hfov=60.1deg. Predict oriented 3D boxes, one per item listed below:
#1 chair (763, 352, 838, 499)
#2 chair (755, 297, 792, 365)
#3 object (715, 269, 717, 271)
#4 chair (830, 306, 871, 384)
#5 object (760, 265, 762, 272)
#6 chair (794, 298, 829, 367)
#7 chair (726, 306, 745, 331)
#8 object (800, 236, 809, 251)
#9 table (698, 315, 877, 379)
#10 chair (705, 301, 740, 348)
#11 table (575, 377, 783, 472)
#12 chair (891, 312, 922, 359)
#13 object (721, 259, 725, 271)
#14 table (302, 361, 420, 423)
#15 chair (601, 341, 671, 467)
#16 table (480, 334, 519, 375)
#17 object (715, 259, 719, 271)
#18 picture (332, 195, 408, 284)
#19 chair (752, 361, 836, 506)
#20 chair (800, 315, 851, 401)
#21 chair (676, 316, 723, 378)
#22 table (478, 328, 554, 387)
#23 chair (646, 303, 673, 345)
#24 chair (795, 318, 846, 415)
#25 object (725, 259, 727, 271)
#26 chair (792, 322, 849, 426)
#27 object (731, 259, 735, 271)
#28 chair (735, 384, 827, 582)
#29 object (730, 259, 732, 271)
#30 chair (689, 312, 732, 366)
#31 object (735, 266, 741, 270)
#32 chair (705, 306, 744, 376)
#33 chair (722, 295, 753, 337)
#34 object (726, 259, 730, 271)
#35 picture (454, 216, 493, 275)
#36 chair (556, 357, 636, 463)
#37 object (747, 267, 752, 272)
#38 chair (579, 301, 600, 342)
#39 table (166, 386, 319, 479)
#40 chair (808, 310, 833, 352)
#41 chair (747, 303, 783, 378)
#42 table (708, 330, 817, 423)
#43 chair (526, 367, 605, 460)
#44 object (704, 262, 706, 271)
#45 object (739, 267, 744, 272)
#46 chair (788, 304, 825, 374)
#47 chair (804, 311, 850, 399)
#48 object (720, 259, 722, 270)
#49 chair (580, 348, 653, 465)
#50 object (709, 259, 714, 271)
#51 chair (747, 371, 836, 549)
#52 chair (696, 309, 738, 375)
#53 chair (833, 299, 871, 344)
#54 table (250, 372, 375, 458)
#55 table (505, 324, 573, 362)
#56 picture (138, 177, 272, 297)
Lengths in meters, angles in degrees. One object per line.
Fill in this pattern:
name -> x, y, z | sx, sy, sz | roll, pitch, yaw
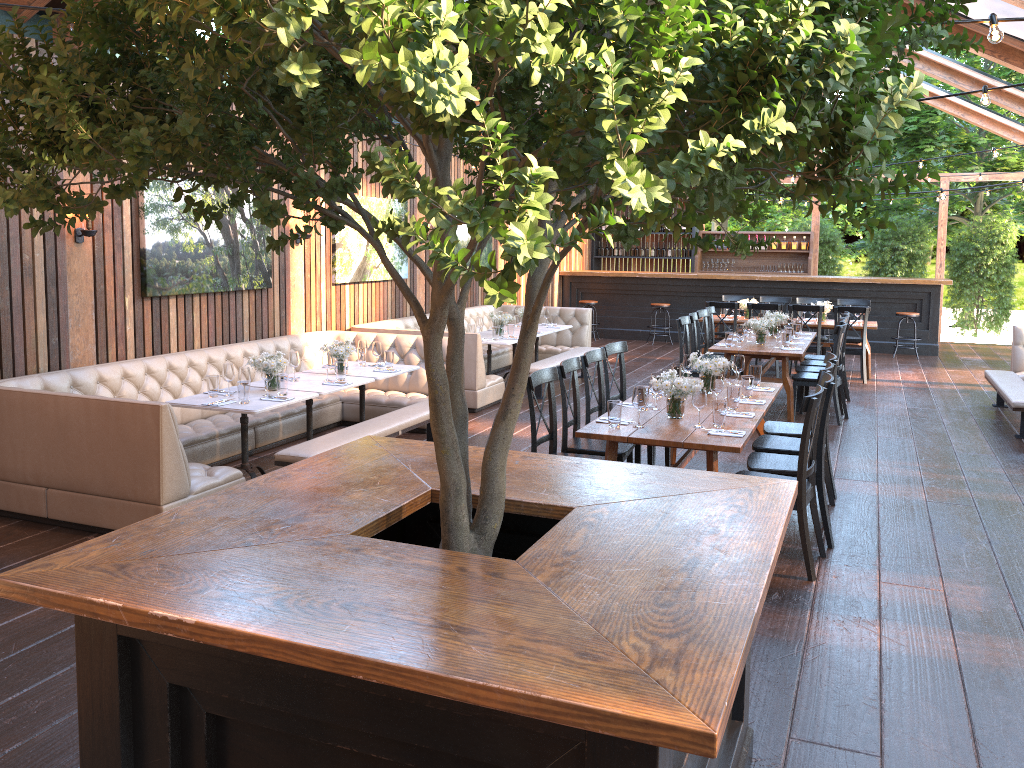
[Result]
chair -> 2.175, 0.282, 6.660 | 0.540, 1.013, 0.480 | 3, 6, 17
chair -> 4.018, -0.820, 13.614 | 0.478, 1.013, 0.543 | 3, 7, 22
object -> 4.237, -2.468, 18.310 | 0.092, 0.243, 0.092 | 6, 8, 42
chair -> 4.580, -0.559, 12.031 | 0.478, 1.013, 0.543 | 2, 7, 17
object -> 5.072, -2.342, 17.935 | 0.097, 0.133, 0.098 | 2, 7, 8
chair -> 4.537, -0.781, 13.404 | 0.478, 1.013, 0.543 | 2, 7, 17
chair -> 3.960, -0.997, 15.590 | 0.468, 0.730, 0.471 | 0, 7, -2
object -> 5.825, -2.799, 17.634 | 0.176, 0.286, 0.110 | 4, 7, 27
table -> 4.012, -0.567, 12.947 | 2.434, 0.725, 0.956 | 4, 9, 22
chair -> 3.023, -0.677, 12.661 | 0.478, 1.013, 0.543 | 3, 7, 22
table -> 1.264, 0.499, 6.164 | 0.951, 0.724, 2.447 | 4, 9, 22
chair -> 6.493, -0.805, 14.564 | 0.468, 0.730, 0.471 | 2, 7, 9
object -> 4.321, -2.442, 18.153 | 0.092, 0.243, 0.093 | 0, 6, -3
table -> -1.365, 0.194, 8.063 | 0.799, 0.668, 0.804 | 4, 8, 21
chair -> 0.991, 0.192, 7.139 | 0.540, 1.013, 0.480 | 4, 7, 27
table -> -0.275, -0.225, 10.726 | 0.799, 0.668, 0.804 | 4, 8, 21
object -> 4.216, -2.448, 18.186 | 0.092, 0.243, 0.092 | 6, 8, 42
picture -> -1.667, -1.732, 10.585 | 0.065, 0.991, 1.661 | 3, 8, 22
chair -> 1.963, 0.363, 6.144 | 0.540, 1.013, 0.480 | 4, 7, 25
chair -> 3.666, -0.295, 10.333 | 0.540, 1.013, 0.480 | 4, 7, 27
chair -> 2.069, -0.221, 9.774 | 0.540, 1.013, 0.480 | 3, 7, 22
table -> 0.033, -0.343, 11.479 | 0.799, 0.668, 0.804 | 4, 8, 22
chair -> 2.693, -1.092, 16.103 | 0.468, 0.730, 0.471 | 1, 7, 5
chair -> 3.435, -0.217, 9.838 | 0.540, 1.013, 0.480 | 3, 6, 19
object -> 4.420, -2.452, 18.222 | 0.092, 0.243, 0.093 | 0, 6, -3
chair -> 3.247, -0.133, 9.304 | 0.540, 1.013, 0.480 | 4, 7, 30
object -> 4.513, -2.427, 18.073 | 0.092, 0.243, 0.093 | 0, 6, -3
chair -> 1.529, 0.525, 5.115 | 0.540, 1.013, 0.480 | 4, 7, 27
object -> 4.515, -2.445, 18.187 | 0.092, 0.243, 0.093 | 0, 6, -3
chair -> 2.281, -0.302, 10.291 | 0.540, 1.013, 0.480 | 3, 6, 17
object -> 4.634, -2.362, 18.141 | 0.124, 0.096, 0.124 | 6, 9, 33
chair -> 2.704, -0.465, 11.324 | 0.540, 1.013, 0.480 | 3, 7, 22
chair -> 3.500, -0.859, 13.824 | 0.478, 1.013, 0.543 | 2, 7, 17
object -> 4.411, -2.433, 18.105 | 0.092, 0.243, 0.093 | 0, 6, -3
picture -> -0.638, -2.130, 13.117 | 0.065, 0.991, 1.661 | 3, 8, 22
chair -> 0.569, 0.355, 6.106 | 0.540, 1.013, 0.480 | 3, 6, 17
object -> 4.834, -2.334, 17.984 | 0.124, 0.096, 0.125 | 2, 8, 11
chair -> 1.426, -1.188, 16.615 | 0.469, 0.730, 0.470 | 4, 7, 29
table -> -1.981, 0.430, 6.558 | 0.799, 0.668, 0.804 | 4, 8, 21
chair -> 5.226, -0.901, 15.077 | 0.469, 0.730, 0.470 | -6, 9, -44
chair -> 3.542, -0.637, 12.451 | 0.478, 1.013, 0.543 | 2, 7, 17
table -> 2.966, -0.155, 10.326 | 0.951, 0.724, 2.447 | 4, 9, 22
chair -> 0.357, 0.436, 5.589 | 0.540, 1.013, 0.480 | 3, 7, 22
object -> 3.957, -2.425, 18.208 | 0.070, 0.184, 0.070 | 4, 7, 26
object -> 4.674, -2.337, 17.988 | 0.124, 0.096, 0.124 | 6, 9, 33
chair -> 4.061, -0.598, 12.241 | 0.478, 1.013, 0.543 | 3, 7, 22
chair -> 3.871, -0.376, 10.852 | 0.540, 1.013, 0.480 | 3, 7, 22
object -> 4.327, -2.458, 18.253 | 0.092, 0.243, 0.092 | 6, 8, 42
chair -> 0.780, 0.274, 6.623 | 0.540, 1.013, 0.480 | 3, 7, 22
object -> 4.114, -2.457, 18.235 | 0.092, 0.243, 0.092 | 6, 8, 42
chair -> 1.774, 0.446, 5.618 | 0.540, 1.013, 0.480 | 3, 6, 17
chair -> 2.492, -0.383, 10.807 | 0.540, 1.013, 0.480 | 4, 7, 27
chair -> 5.056, -0.741, 13.194 | 0.478, 1.013, 0.542 | 4, 7, 27
table -> -1.673, 0.312, 7.310 | 0.799, 0.668, 0.804 | 4, 8, 22
table -> 0.341, -0.461, 12.232 | 0.799, 0.668, 0.804 | 4, 8, 21
picture -> -2.714, -1.327, 8.008 | 0.065, 0.991, 1.661 | 3, 8, 22
